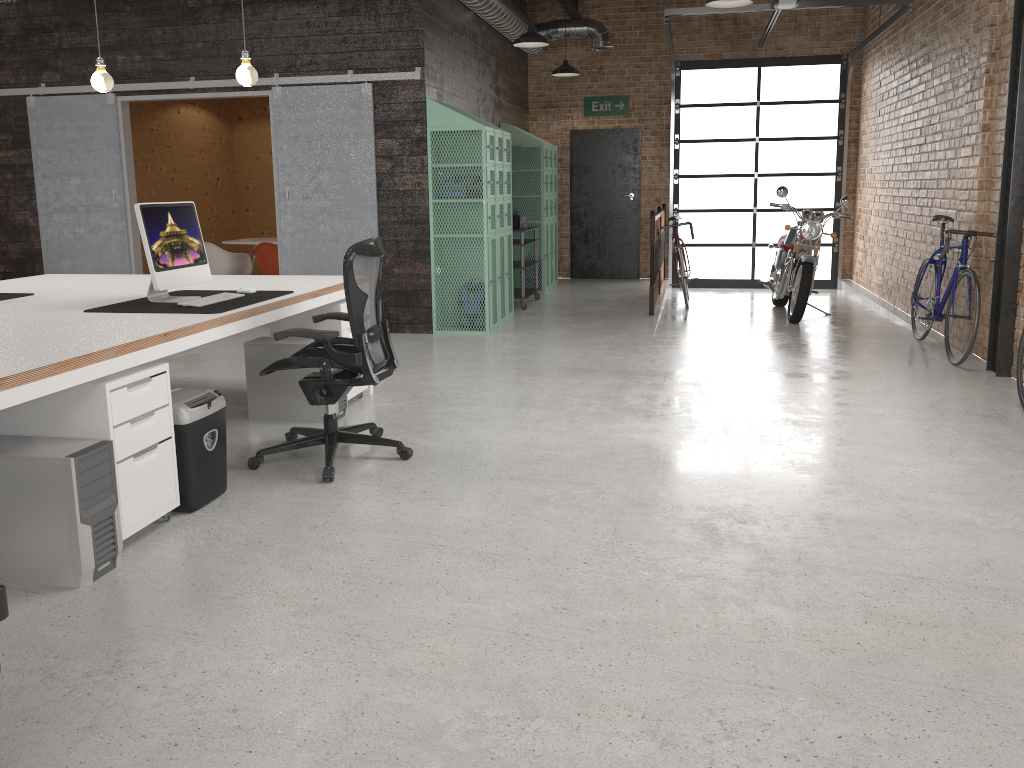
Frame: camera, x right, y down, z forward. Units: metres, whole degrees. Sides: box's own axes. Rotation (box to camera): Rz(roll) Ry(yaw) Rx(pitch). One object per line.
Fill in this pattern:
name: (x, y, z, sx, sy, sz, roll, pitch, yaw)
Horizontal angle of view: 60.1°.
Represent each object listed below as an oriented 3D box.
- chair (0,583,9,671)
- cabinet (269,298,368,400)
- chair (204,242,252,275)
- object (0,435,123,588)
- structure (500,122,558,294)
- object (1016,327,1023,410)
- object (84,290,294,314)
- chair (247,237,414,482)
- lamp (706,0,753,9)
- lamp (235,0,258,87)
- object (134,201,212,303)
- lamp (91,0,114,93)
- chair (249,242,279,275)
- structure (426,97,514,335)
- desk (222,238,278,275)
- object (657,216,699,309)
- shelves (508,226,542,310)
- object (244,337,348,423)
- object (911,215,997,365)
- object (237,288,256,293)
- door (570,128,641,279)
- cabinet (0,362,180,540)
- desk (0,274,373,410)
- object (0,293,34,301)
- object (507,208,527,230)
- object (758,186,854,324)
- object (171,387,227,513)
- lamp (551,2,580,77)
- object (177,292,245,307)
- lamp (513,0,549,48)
chair: (-1.327, 0.446, 1.571, 0.793, 1.076, 0.777, 3, 11, 20)
cabinet: (-1.185, -0.197, 5.465, 0.460, 0.642, 0.391, 1, 11, 11)
chair: (-3.234, -1.199, 9.832, 0.618, 0.771, 0.586, 0, 11, 6)
object: (-1.670, 0.434, 3.094, 0.541, 0.451, 0.223, 1, 11, 11)
structure: (0.253, -2.263, 11.376, 0.557, 2.082, 1.127, 1, 11, 11)
object: (2.802, -0.201, 4.314, 0.401, 1.031, 1.754, 0, 12, 6)
object: (-1.574, -0.415, 4.420, 0.687, 0.008, 0.856, 1, 13, 10)
chair: (-0.895, -0.161, 4.283, 0.792, 1.076, 0.777, -3, 11, -10)
lamp: (1.693, -3.393, 6.861, 0.362, 0.849, 0.365, -3, 10, -11)
lamp: (-1.512, -2.506, 4.881, 0.123, 1.664, 0.124, 1, 10, 9)
object: (-1.690, -0.656, 4.390, 0.189, 0.481, 0.488, 1, 11, 11)
lamp: (-2.414, -2.533, 5.062, 0.123, 1.664, 0.124, 1, 10, 9)
chair: (-2.541, -1.179, 9.693, 0.618, 0.771, 0.586, 0, 11, 6)
structure: (-0.354, -1.597, 8.409, 0.557, 2.082, 1.127, 1, 11, 11)
desk: (-2.396, -1.367, 10.640, 1.999, 0.725, 1.007, 2, 12, 12)
object: (1.991, -1.452, 10.454, 0.410, 1.024, 1.749, 2, 12, 18)
shelves: (-0.023, -1.319, 9.968, 0.567, 0.848, 0.994, 1, 12, 11)
object: (-1.247, -0.030, 5.162, 0.541, 0.451, 0.223, 1, 11, 11)
object: (3.313, -0.761, 6.809, 0.401, 1.031, 1.754, 0, 12, 6)
object: (-1.402, -0.493, 4.674, 0.106, 0.028, 0.059, 1, 12, 10)
door: (1.325, -2.545, 12.580, 0.998, 2.081, 0.220, 1, 10, 11)
cabinet: (-1.608, 0.268, 3.396, 0.460, 0.642, 0.391, 1, 11, 11)
desk: (-2.542, 0.210, 3.440, 2.312, 0.763, 5.157, 2, 13, 11)
object: (-3.001, -0.408, 4.484, 0.687, 0.008, 0.856, 1, 13, 10)
object: (0.004, -1.831, 9.850, 0.309, 0.260, 0.464, 2, 12, 12)
object: (3.019, -1.396, 9.315, 0.813, 1.348, 2.196, -1, 12, -1)
object: (-1.386, 0.275, 3.767, 0.250, 0.462, 0.341, 1, 11, 11)
lamp: (0.668, -4.555, 11.069, 0.362, 1.327, 0.365, -3, 10, -11)
object: (-1.474, -0.416, 4.360, 0.118, 0.017, 0.443, 2, 13, 11)
lamp: (0.180, -4.019, 8.684, 0.362, 1.327, 0.365, -3, 10, -11)
